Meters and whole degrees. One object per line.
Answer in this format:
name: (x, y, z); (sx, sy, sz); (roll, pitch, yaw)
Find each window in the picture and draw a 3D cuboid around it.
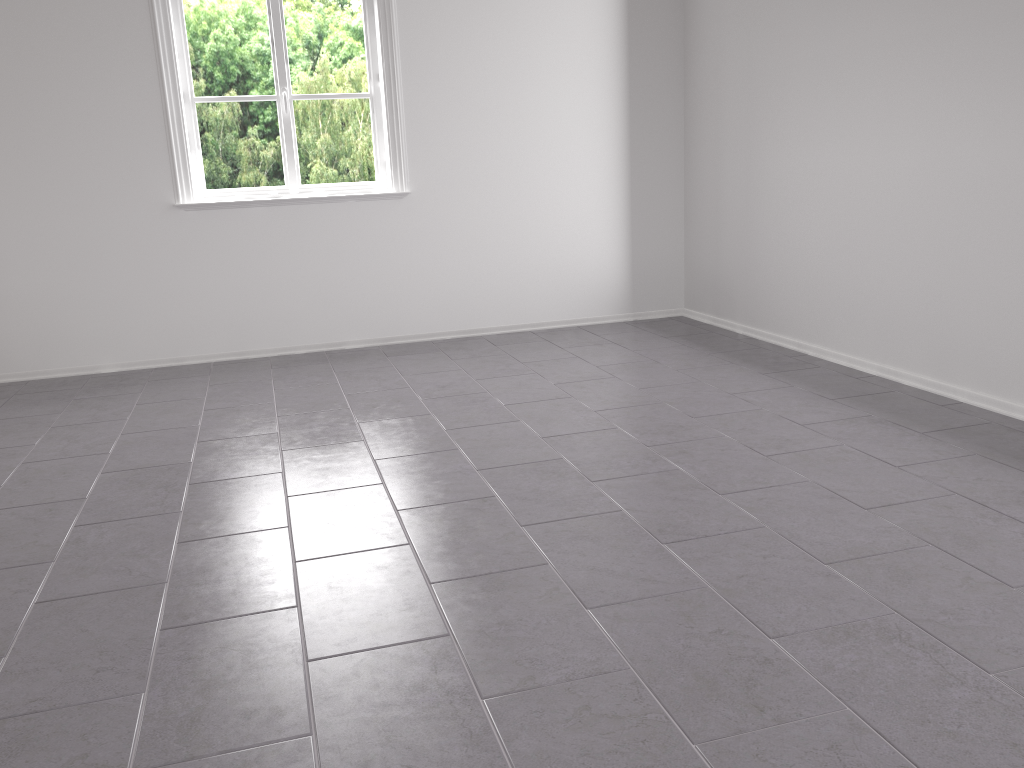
window: (-1.248, -1.593, 4.854); (1.055, 1.168, 0.120); (-7, 14, -15)
